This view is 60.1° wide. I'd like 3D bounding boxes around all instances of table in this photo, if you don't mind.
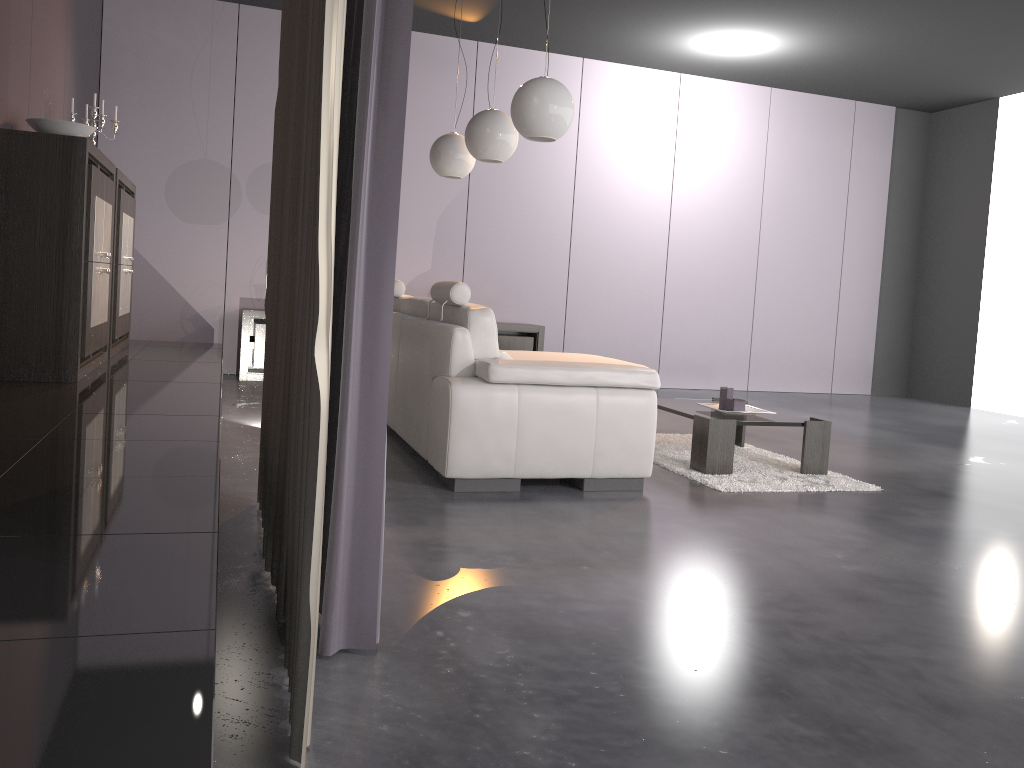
[{"bbox_3d":[1.129,0.261,4.782,0.700,0.270,0.909,2,6,-18],"label":"table"}]

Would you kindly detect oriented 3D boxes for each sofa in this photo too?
[{"bbox_3d":[0.191,-0.123,5.163,1.867,0.856,2.874,2,6,-18],"label":"sofa"}]

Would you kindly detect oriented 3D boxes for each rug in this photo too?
[{"bbox_3d":[1.116,0.399,4.773,0.916,0.023,1.533,2,6,-18],"label":"rug"}]

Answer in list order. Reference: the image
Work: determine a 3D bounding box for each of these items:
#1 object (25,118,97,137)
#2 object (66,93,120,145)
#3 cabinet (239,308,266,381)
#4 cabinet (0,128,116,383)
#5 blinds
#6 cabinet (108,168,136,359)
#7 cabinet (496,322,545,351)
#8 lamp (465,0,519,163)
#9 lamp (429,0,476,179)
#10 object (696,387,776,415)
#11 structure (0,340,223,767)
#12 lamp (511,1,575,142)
[{"bbox_3d":[-2.189,-1.199,4.298,0.309,0.116,0.309,5,6,15],"label":"object"},{"bbox_3d":[-2.440,-1.469,5.164,0.229,0.444,0.230,4,4,-1],"label":"object"},{"bbox_3d":[-1.665,-0.307,7.261,1.071,0.553,0.379,2,4,-18],"label":"cabinet"},{"bbox_3d":[-2.196,-0.606,4.341,0.411,1.072,1.076,3,5,-18],"label":"cabinet"},{"bbox_3d":[-0.381,-0.926,2.113,0.248,2.988,3.302,3,5,-18],"label":"blinds"},{"bbox_3d":[-2.554,-0.743,5.446,0.411,1.072,1.076,3,5,-18],"label":"cabinet"},{"bbox_3d":[-0.292,-0.263,7.711,1.071,0.553,0.379,2,4,-18],"label":"cabinet"},{"bbox_3d":[-0.079,-1.970,5.003,0.306,1.411,0.308,3,3,-15],"label":"lamp"},{"bbox_3d":[-0.356,-2.075,5.846,0.306,1.411,0.308,3,3,-15],"label":"lamp"},{"bbox_3d":[1.179,0.082,4.663,0.304,0.136,0.305,2,6,-14],"label":"object"},{"bbox_3d":[-1.315,0.342,2.376,0.999,0.299,8.808,2,6,-18],"label":"structure"},{"bbox_3d":[0.184,-1.870,4.191,0.307,1.411,0.307,6,4,39],"label":"lamp"}]
